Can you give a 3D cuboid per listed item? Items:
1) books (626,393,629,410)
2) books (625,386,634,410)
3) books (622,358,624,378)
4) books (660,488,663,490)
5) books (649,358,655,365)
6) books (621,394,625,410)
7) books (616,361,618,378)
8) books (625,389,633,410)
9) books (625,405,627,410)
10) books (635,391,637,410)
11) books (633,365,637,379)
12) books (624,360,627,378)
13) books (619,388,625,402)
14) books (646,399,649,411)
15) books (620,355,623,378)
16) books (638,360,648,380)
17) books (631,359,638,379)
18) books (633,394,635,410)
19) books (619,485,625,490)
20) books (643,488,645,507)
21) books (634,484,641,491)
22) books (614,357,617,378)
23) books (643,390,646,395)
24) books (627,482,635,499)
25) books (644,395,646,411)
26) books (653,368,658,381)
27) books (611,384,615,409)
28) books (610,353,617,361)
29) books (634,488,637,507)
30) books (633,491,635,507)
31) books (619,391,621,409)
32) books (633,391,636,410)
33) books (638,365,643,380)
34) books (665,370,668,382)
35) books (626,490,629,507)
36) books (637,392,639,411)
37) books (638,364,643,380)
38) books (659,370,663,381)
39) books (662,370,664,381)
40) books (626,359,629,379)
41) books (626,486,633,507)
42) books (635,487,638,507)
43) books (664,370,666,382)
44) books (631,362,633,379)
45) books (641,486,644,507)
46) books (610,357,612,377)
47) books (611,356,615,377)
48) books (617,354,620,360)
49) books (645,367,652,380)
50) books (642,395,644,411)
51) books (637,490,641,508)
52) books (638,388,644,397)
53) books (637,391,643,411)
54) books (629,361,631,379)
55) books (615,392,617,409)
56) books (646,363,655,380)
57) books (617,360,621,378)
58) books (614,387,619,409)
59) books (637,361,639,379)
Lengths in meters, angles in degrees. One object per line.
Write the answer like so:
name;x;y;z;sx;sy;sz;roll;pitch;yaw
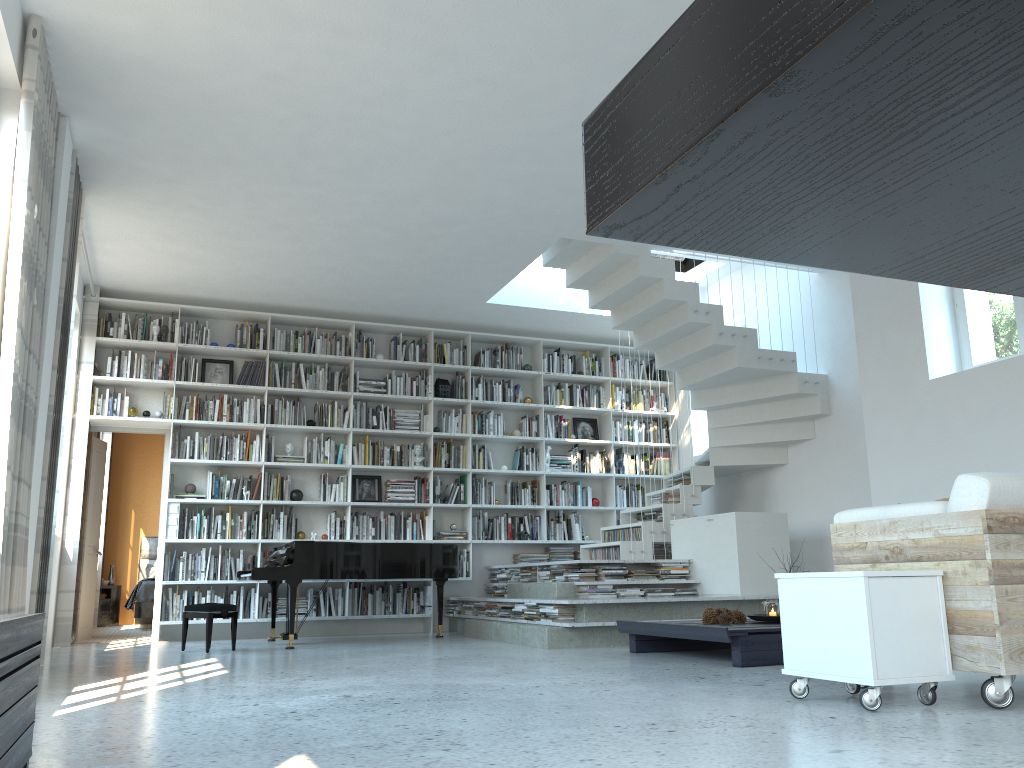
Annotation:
books;1.310;0.225;10.247;0.025;0.211;0.135;4;-13;-21
books;1.358;0.184;10.260;0.022;0.296;0.152;4;-13;-21
books;1.270;-0.150;10.391;0.027;0.275;0.148;4;-13;-21
books;1.764;1.329;10.271;0.012;0.253;0.161;4;-13;-21
books;1.681;-0.139;10.557;0.014;0.312;0.162;4;-13;-21
books;1.239;0.223;10.194;0.024;0.193;0.190;4;-13;-21
books;1.187;-0.138;10.334;0.022;0.228;0.175;4;-13;-21
books;1.339;0.202;10.243;0.023;0.253;0.190;4;-13;-21
books;1.268;0.236;10.265;0.038;0.198;0.171;4;-13;-21
books;1.403;0.218;10.282;0.012;0.237;0.166;4;-13;-21
books;1.415;-0.107;10.440;0.026;0.207;0.163;4;-13;-21
books;1.295;-0.141;10.394;0.022;0.258;0.163;4;-13;-21
books;1.254;0.194;10.224;0.023;0.263;0.158;4;-13;-21
books;1.554;0.275;10.419;0.034;0.182;0.157;4;-13;-21
books;1.243;-0.169;10.373;0.012;0.305;0.184;4;-13;-21
books;1.545;-0.129;10.507;0.069;0.276;0.132;4;-13;-21
books;1.438;-0.141;10.464;0.012;0.284;0.160;4;-13;-21
books;1.374;0.230;10.260;0.014;0.205;0.184;4;-13;-21
books;1.255;1.287;10.079;0.024;0.266;0.133;4;-13;-21
books;1.474;1.314;10.154;0.013;0.239;0.166;4;-13;-21
books;1.433;1.288;10.135;0.011;0.284;0.161;4;-13;-21
books;1.172;-0.159;10.329;0.012;0.268;0.185;4;-13;-21
books;1.526;0.225;10.419;0.024;0.280;0.154;4;-13;-21
books;1.362;1.279;10.118;0.013;0.296;0.141;4;-13;-21
books;1.518;0.252;10.383;0.013;0.212;0.187;4;-13;-21
books;1.678;-0.097;10.522;0.012;0.215;0.193;4;-13;-21
books;1.130;0.167;10.165;0.010;0.293;0.183;4;-13;-21
books;1.194;-0.182;10.371;0.014;0.330;0.143;4;-13;-21
books;1.377;1.311;10.111;0.014;0.230;0.172;4;-13;-21
books;1.343;1.324;10.101;0.027;0.200;0.164;4;-13;-21
books;1.202;0.207;10.189;0.049;0.223;0.162;4;-13;-21
books;1.387;0.214;10.276;0.022;0.242;0.145;4;-13;-21
books;1.487;-0.104;10.467;0.057;0.211;0.163;4;-13;-21
books;1.798;-0.098;10.572;0.025;0.237;0.188;4;-13;-21
books;1.281;1.316;10.075;0.025;0.207;0.149;4;-13;-21
books;1.419;0.224;10.276;0.013;0.222;0.175;4;-13;-21
books;1.513;-0.111;10.493;0.010;0.235;0.132;4;-13;-21
books;1.735;-0.128;10.548;0.014;0.286;0.190;4;-13;-21
books;1.754;-0.073;10.559;0.036;0.182;0.162;4;-13;-21
books;1.318;-0.142;10.405;0.029;0.263;0.179;4;-13;-21
books;1.315;1.292;10.065;0.027;0.248;0.184;4;-13;-21
books;1.389;1.310;10.134;0.027;0.241;0.132;4;-13;-21
books;1.775;-0.102;10.577;0.014;0.247;0.185;4;-13;-21
books;1.379;-0.124;10.425;0.025;0.236;0.144;4;-13;-21
books;1.461;1.307;10.155;0.012;0.253;0.161;4;-13;-21
books;1.114;-0.163;10.325;0.022;0.274;0.160;4;-13;-21
books;1.155;-0.166;10.338;0.013;0.285;0.151;4;-13;-21
books;1.226;-0.177;10.385;0.012;0.325;0.151;4;-13;-21
books;1.598;-0.091;10.491;0.024;0.192;0.187;4;-13;-21
books;1.490;0.247;10.378;0.023;0.220;0.172;4;-13;-21
books;1.422;1.324;10.114;0.021;0.205;0.175;4;-13;-21
books;1.502;0.213;10.399;0.010;0.294;0.165;4;-13;-21
books;1.436;0.221;10.308;0.042;0.241;0.248;4;-13;-21
books;1.352;-0.131;10.425;0.027;0.249;0.155;4;-13;-21
books;1.146;0.212;10.162;0.024;0.205;0.166;4;-13;-21
books;1.634;-0.111;10.528;0.068;0.246;0.160;4;-13;-21
books;1.217;-0.141;10.355;0.023;0.243;0.183;4;-13;-21
books;1.172;0.183;10.170;0.026;0.262;0.189;4;-13;-21
books;1.452;-0.131;10.462;0.015;0.262;0.143;4;-13;-21
